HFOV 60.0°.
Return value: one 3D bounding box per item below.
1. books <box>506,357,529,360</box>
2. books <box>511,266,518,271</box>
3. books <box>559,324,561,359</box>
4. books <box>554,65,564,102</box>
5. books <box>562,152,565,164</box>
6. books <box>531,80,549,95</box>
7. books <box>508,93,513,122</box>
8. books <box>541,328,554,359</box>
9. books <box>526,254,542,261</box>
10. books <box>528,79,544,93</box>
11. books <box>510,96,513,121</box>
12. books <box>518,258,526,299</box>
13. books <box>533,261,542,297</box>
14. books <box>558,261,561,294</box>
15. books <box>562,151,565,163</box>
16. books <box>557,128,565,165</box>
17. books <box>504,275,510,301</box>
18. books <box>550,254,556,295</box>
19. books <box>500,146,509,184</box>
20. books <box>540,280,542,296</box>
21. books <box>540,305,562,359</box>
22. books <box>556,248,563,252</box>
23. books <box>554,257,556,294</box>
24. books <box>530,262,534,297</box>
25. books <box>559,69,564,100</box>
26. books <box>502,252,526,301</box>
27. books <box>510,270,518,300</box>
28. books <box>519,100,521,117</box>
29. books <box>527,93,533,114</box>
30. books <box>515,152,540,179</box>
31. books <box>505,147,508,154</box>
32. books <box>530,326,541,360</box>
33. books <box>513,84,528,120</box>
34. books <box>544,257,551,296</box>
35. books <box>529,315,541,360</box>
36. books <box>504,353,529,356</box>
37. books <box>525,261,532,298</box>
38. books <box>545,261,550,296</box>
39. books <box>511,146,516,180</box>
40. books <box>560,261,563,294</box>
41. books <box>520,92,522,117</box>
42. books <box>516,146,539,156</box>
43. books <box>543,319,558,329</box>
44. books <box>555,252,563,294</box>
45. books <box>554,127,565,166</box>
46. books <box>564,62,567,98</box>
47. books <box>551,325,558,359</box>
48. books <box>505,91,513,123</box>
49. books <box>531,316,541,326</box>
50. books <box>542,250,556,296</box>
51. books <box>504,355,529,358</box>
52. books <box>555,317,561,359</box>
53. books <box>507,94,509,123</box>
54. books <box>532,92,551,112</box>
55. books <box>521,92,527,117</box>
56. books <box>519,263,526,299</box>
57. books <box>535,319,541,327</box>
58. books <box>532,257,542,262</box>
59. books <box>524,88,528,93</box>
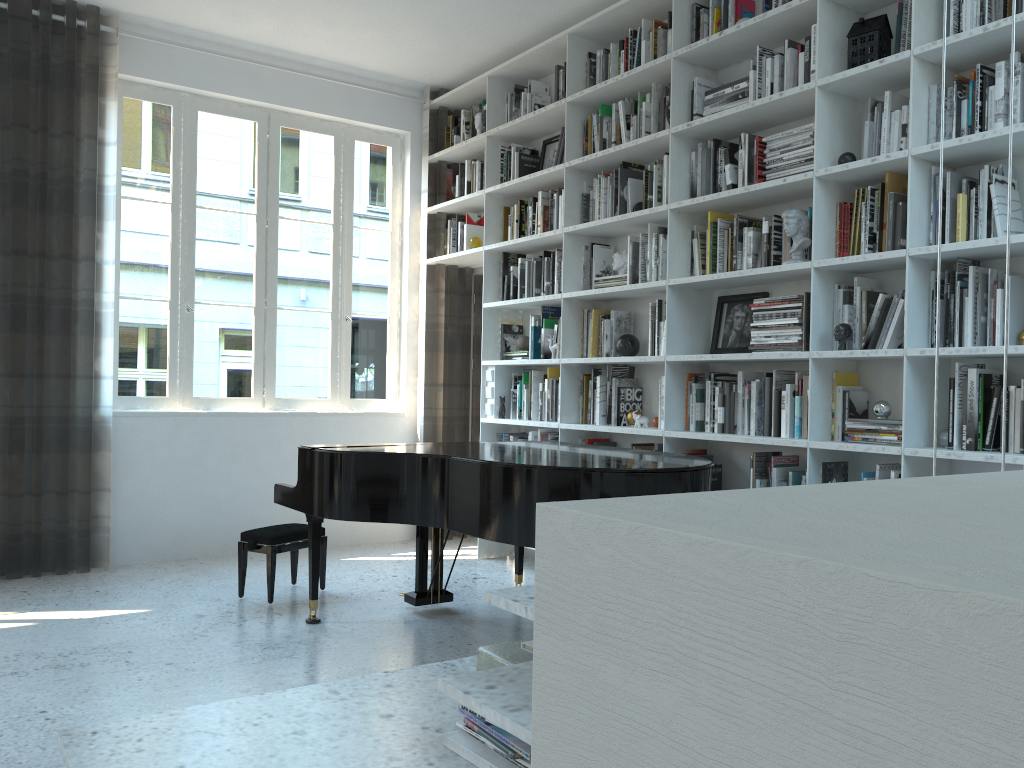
[{"bbox_3d":[0.095,-0.161,5.655,0.161,0.012,0.254,1,0,-33],"label":"books"},{"bbox_3d":[0.066,-0.628,5.677,0.177,0.235,0.022,1,0,-34],"label":"books"},{"bbox_3d":[0.359,-0.244,5.235,0.172,0.207,0.030,1,0,-34],"label":"books"},{"bbox_3d":[0.337,-1.750,5.313,0.188,0.280,0.024,1,0,-34],"label":"books"},{"bbox_3d":[0.388,-1.382,5.228,0.174,0.282,0.097,1,0,-34],"label":"books"},{"bbox_3d":[0.176,-1.758,5.598,0.131,0.293,0.015,1,0,-34],"label":"books"},{"bbox_3d":[0.051,-1.738,5.743,0.180,0.249,0.012,1,0,-34],"label":"books"},{"bbox_3d":[0.260,-0.236,5.361,0.189,0.190,0.029,1,0,-34],"label":"books"},{"bbox_3d":[0.164,-0.656,5.545,0.183,0.293,0.011,1,0,-34],"label":"books"},{"bbox_3d":[0.160,-1.762,5.600,0.145,0.301,0.007,1,0,-34],"label":"books"},{"bbox_3d":[0.065,-1.725,5.717,0.177,0.225,0.013,1,0,-34],"label":"books"},{"bbox_3d":[0.117,-0.650,5.624,0.174,0.281,0.023,1,0,-34],"label":"books"},{"bbox_3d":[0.211,-0.630,5.478,0.184,0.242,0.023,1,0,-34],"label":"books"},{"bbox_3d":[0.342,-0.616,5.299,0.160,0.217,0.012,1,0,-34],"label":"books"},{"bbox_3d":[0.387,-1.379,5.264,0.174,0.279,0.110,1,0,-34],"label":"books"},{"bbox_3d":[0.360,-1.380,5.272,0.174,0.279,0.110,1,0,-34],"label":"books"},{"bbox_3d":[0.033,-0.602,5.723,0.189,0.182,0.037,1,0,-34],"label":"books"},{"bbox_3d":[0.296,-0.644,5.359,0.145,0.272,0.012,1,0,-34],"label":"books"},{"bbox_3d":[-0.001,-1.393,5.792,0.184,0.292,0.005,1,0,-34],"label":"books"},{"bbox_3d":[0.245,-0.637,5.458,0.141,0.256,0.048,1,0,-34],"label":"books"},{"bbox_3d":[0.241,-0.309,5.447,0.153,0.336,0.011,1,0,-34],"label":"books"},{"bbox_3d":[0.315,-0.660,5.358,0.130,0.304,0.011,1,0,-34],"label":"books"},{"bbox_3d":[0.316,-0.633,5.347,0.139,0.252,0.011,1,0,-34],"label":"books"},{"bbox_3d":[0.185,-0.628,5.501,0.167,0.237,0.024,1,0,-34],"label":"books"},{"bbox_3d":[0.351,-1.734,5.291,0.155,0.249,0.028,1,0,-34],"label":"books"},{"bbox_3d":[0.015,-0.678,5.739,0.184,0.334,0.012,1,0,-34],"label":"books"},{"bbox_3d":[0.072,-0.612,5.651,0.188,0.204,0.028,1,0,-34],"label":"books"},{"bbox_3d":[0.116,-1.704,5.647,0.161,0.182,0.026,1,0,-34],"label":"books"},{"bbox_3d":[0.169,-1.713,5.576,0.170,0.202,0.014,1,0,-34],"label":"books"},{"bbox_3d":[0.097,-1.352,5.639,0.185,0.214,0.012,1,0,-34],"label":"books"},{"bbox_3d":[0.015,-1.389,5.786,0.148,0.287,0.006,1,0,-34],"label":"books"},{"bbox_3d":[0.201,-0.246,5.445,0.189,0.208,0.029,1,0,-34],"label":"books"},{"bbox_3d":[0.090,-1.753,5.653,0.190,0.279,0.015,1,0,-34],"label":"books"},{"bbox_3d":[0.265,-0.637,5.415,0.156,0.256,0.021,1,0,-34],"label":"books"},{"bbox_3d":[0.178,-0.284,5.521,0.159,0.285,0.012,1,0,-34],"label":"books"},{"bbox_3d":[0.090,-0.185,5.651,0.159,0.012,0.285,1,0,-30],"label":"books"},{"bbox_3d":[0.165,-0.633,5.528,0.189,0.247,0.021,1,0,-34],"label":"books"},{"bbox_3d":[0.275,-0.623,5.376,0.177,0.229,0.013,1,0,-34],"label":"books"},{"bbox_3d":[0.075,-1.375,5.672,0.183,0.258,0.023,1,0,-34],"label":"books"},{"bbox_3d":[0.355,-0.618,5.288,0.148,0.221,0.021,1,0,-34],"label":"books"},{"bbox_3d":[0.131,-1.722,5.618,0.181,0.219,0.013,1,0,-34],"label":"books"},{"bbox_3d":[0.097,-1.373,5.653,0.166,0.254,0.012,1,0,-34],"label":"books"},{"bbox_3d":[0.260,-0.266,5.384,0.172,0.250,0.011,1,0,-34],"label":"books"},{"bbox_3d":[0.324,-0.645,5.302,0.157,0.275,0.015,1,0,-34],"label":"books"},{"bbox_3d":[0.342,-1.380,5.315,0.174,0.279,0.110,1,0,-34],"label":"books"},{"bbox_3d":[0.383,-1.747,5.244,0.183,0.274,0.011,1,0,-34],"label":"books"},{"bbox_3d":[0.312,-0.247,5.344,0.142,0.214,0.056,1,0,-34],"label":"books"},{"bbox_3d":[0.023,-1.756,5.803,0.159,0.285,0.007,1,0,-34],"label":"books"},{"bbox_3d":[0.187,-0.278,5.505,0.150,0.273,0.024,1,0,-34],"label":"books"},{"bbox_3d":[0.248,-0.658,5.423,0.151,0.300,0.013,1,0,-34],"label":"books"},{"bbox_3d":[0.092,-0.173,5.653,0.161,0.012,0.254,1,0,-37],"label":"books"},{"bbox_3d":[0.340,-0.268,5.276,0.158,0.255,0.060,1,0,-34],"label":"books"},{"bbox_3d":[0.034,-1.743,5.782,0.156,0.259,0.007,1,0,-34],"label":"books"},{"bbox_3d":[0.184,-1.716,5.571,0.136,0.210,0.013,1,0,-34],"label":"books"},{"bbox_3d":[0.135,-1.719,5.600,0.173,0.214,0.021,1,0,-34],"label":"books"},{"bbox_3d":[0.119,-0.633,5.606,0.176,0.246,0.011,1,0,-34],"label":"books"},{"bbox_3d":[0.208,-0.269,5.487,0.143,0.255,0.031,1,0,-34],"label":"books"},{"bbox_3d":[0.189,-0.645,5.524,0.157,0.271,0.011,1,0,-34],"label":"books"},{"bbox_3d":[0.132,-1.739,5.634,0.129,0.253,0.013,1,0,-34],"label":"books"}]
